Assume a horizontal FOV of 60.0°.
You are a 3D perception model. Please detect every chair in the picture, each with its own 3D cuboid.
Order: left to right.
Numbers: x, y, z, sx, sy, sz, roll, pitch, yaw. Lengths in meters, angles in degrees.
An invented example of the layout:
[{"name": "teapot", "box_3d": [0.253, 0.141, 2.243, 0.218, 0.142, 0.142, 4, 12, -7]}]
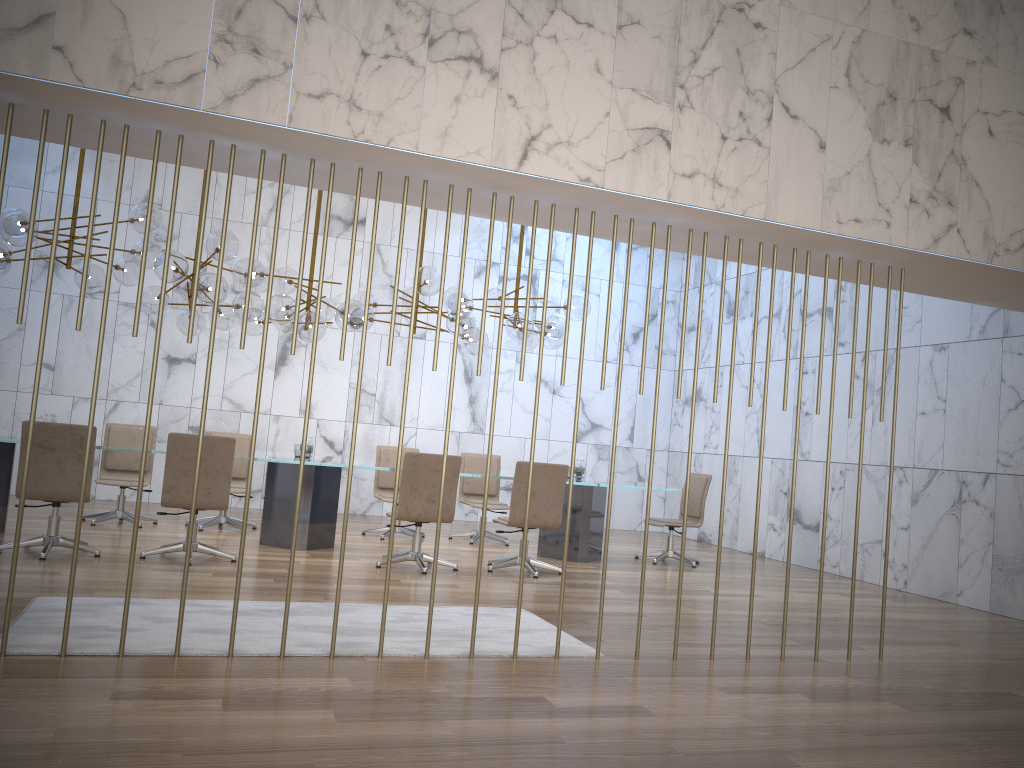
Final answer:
[{"name": "chair", "box_3d": [-3.469, 0.795, 6.774, 0.726, 1.000, 0.697, 6, -4, -19]}, {"name": "chair", "box_3d": [-3.923, 0.911, 8.982, 0.726, 1.000, 0.697, 6, -4, -19]}, {"name": "chair", "box_3d": [-2.530, 0.900, 7.099, 0.726, 1.000, 0.697, 6, -4, -19]}, {"name": "chair", "box_3d": [-2.994, 1.015, 9.304, 0.726, 1.000, 0.697, 6, -4, -19]}, {"name": "chair", "box_3d": [-1.259, 1.209, 9.903, 0.726, 1.000, 0.697, 6, -4, -19]}, {"name": "chair", "box_3d": [-0.791, 1.095, 7.700, 0.726, 1.000, 0.697, 6, -4, -19]}, {"name": "chair", "box_3d": [-0.319, 1.314, 10.229, 0.726, 1.000, 0.697, 6, -4, -19]}, {"name": "chair", "box_3d": [0.142, 1.199, 8.023, 0.726, 1.000, 0.697, 6, -4, -19]}, {"name": "chair", "box_3d": [1.798, 1.468, 9.783, 0.697, 1.000, 0.726, 6, -4, -19]}]

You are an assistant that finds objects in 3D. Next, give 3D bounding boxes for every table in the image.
[{"name": "table", "box_3d": [-2.020, 1.118, 8.459, 7.924, 0.835, 2.092, 6, -4, -19]}]

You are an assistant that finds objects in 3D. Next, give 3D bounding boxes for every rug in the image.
[{"name": "rug", "box_3d": [-1.121, 1.365, 5.019, 3.025, 0.034, 1.320, 6, -4, -19]}]

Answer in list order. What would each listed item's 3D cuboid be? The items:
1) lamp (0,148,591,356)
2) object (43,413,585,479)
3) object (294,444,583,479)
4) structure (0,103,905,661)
[{"name": "lamp", "box_3d": [-1.888, -1.689, 8.619, 5.672, 2.716, 1.557, 6, -4, -19]}, {"name": "object", "box_3d": [-1.677, 0.631, 8.614, 5.189, 0.213, 0.124, 6, -4, -19]}, {"name": "object", "box_3d": [-1.678, 0.676, 8.560, 5.112, 0.117, 0.183, 6, -4, -19]}, {"name": "structure", "box_3d": [-1.007, 0.108, 4.378, 7.223, 2.456, 0.023, 6, -4, -19]}]
